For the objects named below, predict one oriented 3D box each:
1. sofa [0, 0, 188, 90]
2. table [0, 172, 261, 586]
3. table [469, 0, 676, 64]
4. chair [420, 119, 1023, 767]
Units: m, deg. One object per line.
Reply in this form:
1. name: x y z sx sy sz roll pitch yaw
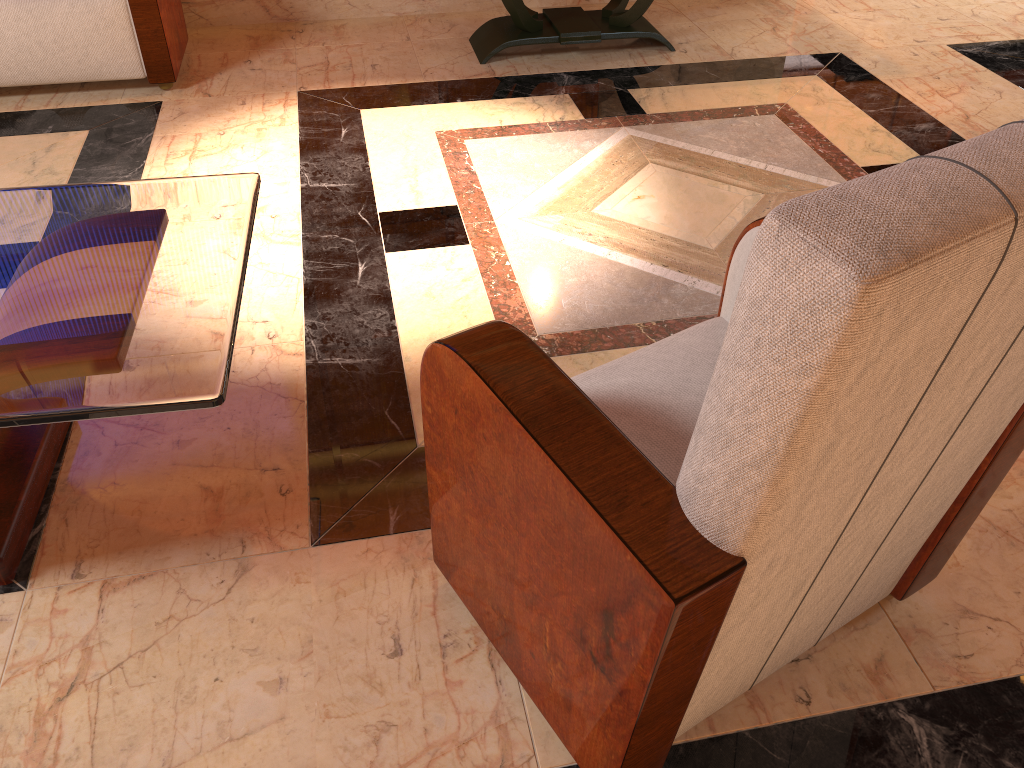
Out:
1. sofa: -2.226 -1.570 3.235 1.800 0.914 0.624 -7 39 -9
2. table: -1.235 0.055 1.595 1.560 0.486 0.736 -5 39 -7
3. table: 0.250 -1.711 3.690 1.271 0.595 0.739 -7 39 -9
4. chair: 0.329 0.011 1.277 0.742 0.942 0.637 -22 44 -25
